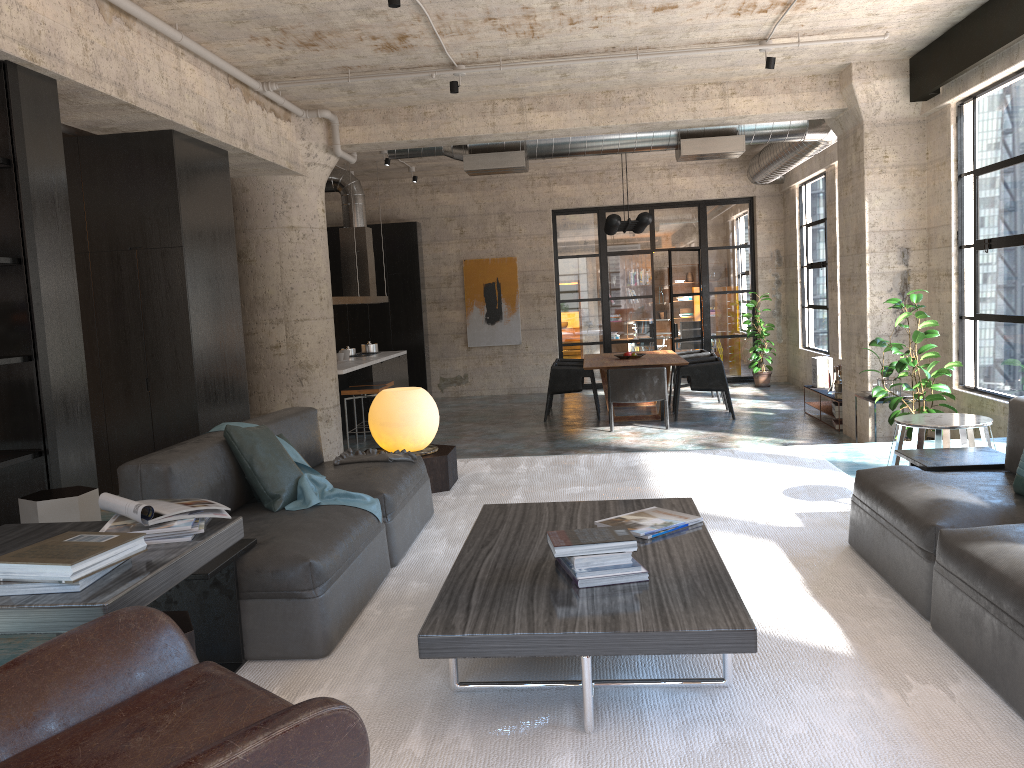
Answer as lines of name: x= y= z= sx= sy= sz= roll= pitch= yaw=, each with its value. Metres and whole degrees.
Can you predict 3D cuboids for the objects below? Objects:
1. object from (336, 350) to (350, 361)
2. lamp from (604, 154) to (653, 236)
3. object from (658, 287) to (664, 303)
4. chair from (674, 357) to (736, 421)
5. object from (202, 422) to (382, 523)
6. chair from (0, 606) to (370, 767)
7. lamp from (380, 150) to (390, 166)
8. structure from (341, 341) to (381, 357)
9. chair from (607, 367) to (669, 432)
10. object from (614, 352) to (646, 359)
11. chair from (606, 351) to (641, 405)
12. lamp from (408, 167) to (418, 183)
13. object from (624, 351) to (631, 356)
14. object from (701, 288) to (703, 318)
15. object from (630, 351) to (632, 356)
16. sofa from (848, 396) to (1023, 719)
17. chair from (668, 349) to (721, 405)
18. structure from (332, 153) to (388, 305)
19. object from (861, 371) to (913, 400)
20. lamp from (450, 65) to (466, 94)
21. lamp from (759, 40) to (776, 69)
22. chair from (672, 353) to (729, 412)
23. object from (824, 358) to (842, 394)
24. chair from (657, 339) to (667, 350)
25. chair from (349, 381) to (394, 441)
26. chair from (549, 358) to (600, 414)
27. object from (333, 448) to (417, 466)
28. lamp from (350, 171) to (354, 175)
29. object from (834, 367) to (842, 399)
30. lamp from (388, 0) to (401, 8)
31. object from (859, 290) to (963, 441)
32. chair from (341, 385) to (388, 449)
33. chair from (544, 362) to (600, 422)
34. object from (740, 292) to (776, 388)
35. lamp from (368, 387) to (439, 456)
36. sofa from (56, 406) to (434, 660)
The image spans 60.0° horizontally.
object: x=-2.306 y=-0.389 z=12.001 sx=0.188 sy=0.133 sz=0.437 roll=-3 pitch=6 yaw=6
lamp: x=1.509 y=-2.714 z=11.860 sx=0.583 sy=1.327 sz=1.813 roll=-3 pitch=6 yaw=5
object: x=3.547 y=-2.118 z=21.121 sx=0.121 sy=0.395 sz=0.062 roll=-2 pitch=6 yaw=8
chair: x=2.457 y=0.055 z=11.410 sx=0.754 sy=0.738 sz=0.707 roll=-2 pitch=6 yaw=10
object: x=-1.057 y=0.399 z=3.983 sx=0.985 sy=0.438 sz=0.444 roll=0 pitch=7 yaw=32
chair: x=-0.847 y=0.636 z=1.519 sx=0.975 sy=0.940 sz=0.820 roll=-9 pitch=8 yaw=-44
lamp: x=-1.728 y=-3.095 z=12.093 sx=0.145 sy=0.236 sz=0.107 roll=-4 pitch=6 yaw=-12
structure: x=-2.257 y=-0.512 z=12.956 sx=0.506 sy=0.187 sz=0.833 roll=-3 pitch=6 yaw=5
chair: x=1.537 y=0.155 z=10.910 sx=0.707 sy=0.738 sz=0.754 roll=-3 pitch=6 yaw=5
object: x=1.604 y=-0.392 z=12.067 sx=0.435 sy=0.079 sz=0.435 roll=2 pitch=7 yaw=42
chair: x=1.760 y=-0.111 z=13.512 sx=0.707 sy=0.738 sz=0.754 roll=-3 pitch=6 yaw=5
lamp: x=-1.554 y=-3.288 z=13.944 sx=0.145 sy=0.236 sz=0.107 roll=-4 pitch=6 yaw=-12
object: x=1.611 y=-0.403 z=12.043 sx=0.219 sy=0.097 sz=0.100 roll=-8 pitch=7 yaw=-41
object: x=4.192 y=-1.322 z=19.911 sx=0.304 sy=1.640 sz=0.342 roll=-3 pitch=6 yaw=5
object: x=1.636 y=-0.406 z=12.111 sx=0.110 sy=0.082 sz=0.088 roll=-9 pitch=8 yaw=-44
sofa: x=1.910 y=0.471 z=2.958 sx=1.019 sy=0.680 sz=2.063 roll=-3 pitch=6 yaw=5
chair: x=2.632 y=-0.112 z=13.030 sx=0.754 sy=0.738 sz=0.707 roll=-3 pitch=6 yaw=5
structure: x=-2.337 y=-2.108 z=11.836 sx=0.538 sy=2.100 sz=3.117 roll=-3 pitch=6 yaw=5
object: x=3.450 y=-0.008 z=8.161 sx=0.327 sy=0.253 sz=0.546 roll=-3 pitch=6 yaw=5
lamp: x=-0.462 y=-2.602 z=7.574 sx=0.141 sy=0.215 sz=0.107 roll=-4 pitch=6 yaw=-12
lamp: x=2.107 y=-2.710 z=7.323 sx=0.107 sy=0.236 sz=0.145 roll=-4 pitch=6 yaw=-12
chair: x=2.581 y=-0.033 z=12.243 sx=0.754 sy=0.738 sz=0.707 roll=-2 pitch=6 yaw=10
object: x=3.822 y=-0.097 z=10.503 sx=0.199 sy=0.365 sz=0.703 roll=-2 pitch=6 yaw=17
chair: x=2.896 y=-0.825 z=18.771 sx=0.653 sy=1.015 sz=0.684 roll=1 pitch=7 yaw=39
chair: x=-1.725 y=0.339 z=11.078 sx=0.450 sy=0.698 sz=0.450 roll=-3 pitch=6 yaw=5
chair: x=0.877 y=0.010 z=12.775 sx=0.754 sy=0.738 sz=0.707 roll=-3 pitch=6 yaw=5
object: x=-0.731 y=0.432 z=4.862 sx=0.433 sy=0.185 sz=0.429 roll=-3 pitch=6 yaw=1
lamp: x=-2.528 y=-3.243 z=14.035 sx=0.145 sy=0.236 sz=0.107 roll=-4 pitch=6 yaw=-12
object: x=3.726 y=-0.020 z=9.930 sx=0.248 sy=0.333 sz=0.415 roll=2 pitch=7 yaw=41
lamp: x=-0.672 y=-2.368 z=5.284 sx=0.141 sy=0.215 sz=0.107 roll=-4 pitch=6 yaw=-12
object: x=3.430 y=-0.027 z=7.569 sx=0.886 sy=1.552 sz=0.514 roll=-4 pitch=6 yaw=-8
chair: x=-1.724 y=0.392 z=10.536 sx=0.450 sy=0.698 sz=0.450 roll=-3 pitch=6 yaw=5
chair: x=0.804 y=0.085 z=12.049 sx=0.754 sy=0.738 sz=0.707 roll=-3 pitch=6 yaw=5
object: x=4.005 y=-0.721 z=14.381 sx=0.514 sy=1.552 sz=0.886 roll=-3 pitch=6 yaw=2
lamp: x=-0.709 y=0.240 z=5.822 sx=0.462 sy=0.417 sz=0.462 roll=0 pitch=7 yaw=33
sofa: x=-1.052 y=0.527 z=4.076 sx=1.019 sy=0.680 sz=2.063 roll=-3 pitch=6 yaw=5
